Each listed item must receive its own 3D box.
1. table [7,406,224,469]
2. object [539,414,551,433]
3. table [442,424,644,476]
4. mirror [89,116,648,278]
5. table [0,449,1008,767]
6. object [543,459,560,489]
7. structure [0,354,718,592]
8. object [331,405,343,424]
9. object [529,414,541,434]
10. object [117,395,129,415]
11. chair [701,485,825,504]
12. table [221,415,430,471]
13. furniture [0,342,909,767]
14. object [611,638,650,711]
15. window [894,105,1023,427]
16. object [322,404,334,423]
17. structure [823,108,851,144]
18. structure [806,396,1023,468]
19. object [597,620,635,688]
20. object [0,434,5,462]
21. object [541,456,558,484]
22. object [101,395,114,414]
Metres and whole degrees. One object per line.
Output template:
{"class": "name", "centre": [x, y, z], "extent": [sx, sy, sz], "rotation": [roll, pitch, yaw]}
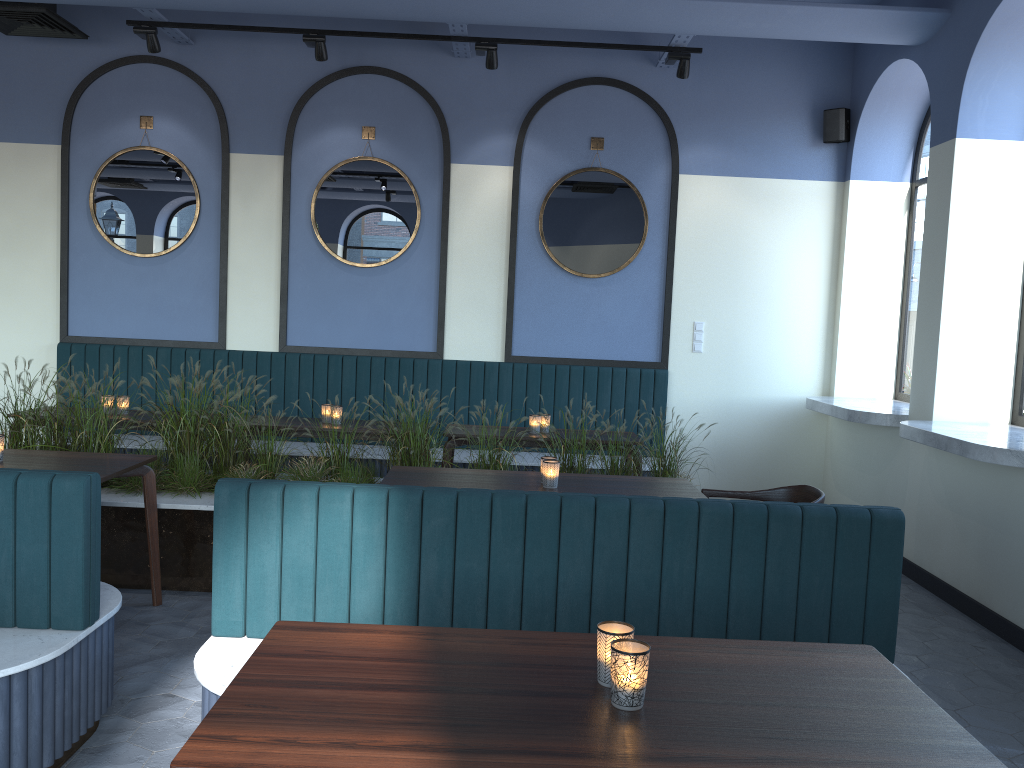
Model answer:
{"class": "table", "centre": [-2.592, 0.575, 5.881], "extent": [1.285, 0.755, 0.548], "rotation": [3, 4, -1]}
{"class": "object", "centre": [0.216, 0.261, 5.906], "extent": [0.078, 0.120, 0.078], "rotation": [1, 5, -18]}
{"class": "table", "centre": [0.183, 0.698, 5.911], "extent": [1.332, 0.755, 0.548], "rotation": [3, 4, -1]}
{"class": "mirror", "centre": [-1.105, -1.454, 6.913], "extent": [4.357, 1.089, 0.026], "rotation": [3, 4, -1]}
{"class": "table", "centre": [-3.571, 0.809, 2.208], "extent": [9.778, 0.755, 3.997], "rotation": [1, 5, -17]}
{"class": "object", "centre": [0.174, 0.405, 3.986], "extent": [0.078, 0.120, 0.078], "rotation": [4, 5, 16]}
{"class": "structure", "centre": [-1.172, 0.474, 5.061], "extent": [4.878, 1.207, 1.143], "rotation": [3, 4, 1]}
{"class": "object", "centre": [-1.158, 0.204, 5.844], "extent": [0.078, 0.120, 0.078], "rotation": [1, 5, -18]}
{"class": "object", "centre": [0.151, 0.264, 5.833], "extent": [0.078, 0.120, 0.078], "rotation": [1, 5, -18]}
{"class": "object", "centre": [-2.569, 0.139, 5.857], "extent": [0.078, 0.120, 0.078], "rotation": [4, 5, 16]}
{"class": "chair", "centre": [1.127, 0.863, 4.079], "extent": [0.525, 0.793, 0.618], "rotation": [3, 4, -1]}
{"class": "table", "centre": [-1.215, 0.636, 5.896], "extent": [1.332, 0.755, 0.548], "rotation": [3, 4, -1]}
{"class": "furniture", "centre": [-1.171, 0.529, 4.724], "extent": [4.800, 1.150, 4.703], "rotation": [3, 4, -1]}
{"class": "object", "centre": [0.232, 0.577, 1.759], "extent": [0.078, 0.120, 0.078], "rotation": [4, 5, 16]}
{"class": "window", "centre": [-1.132, -0.794, 0.863], "extent": [14.212, 2.394, 3.897], "rotation": [-1, 6, -40]}
{"class": "object", "centre": [-1.231, 0.195, 5.909], "extent": [0.078, 0.120, 0.078], "rotation": [1, 5, -18]}
{"class": "structure", "centre": [-3.239, -2.000, 3.566], "extent": [13.143, 0.268, 7.261], "rotation": [1, 5, -17]}
{"class": "structure", "centre": [-1.341, 0.409, 1.114], "extent": [14.155, 0.080, 4.315], "rotation": [-1, 6, -39]}
{"class": "object", "centre": [0.215, 0.569, 1.863], "extent": [0.078, 0.120, 0.078], "rotation": [4, 5, 16]}
{"class": "object", "centre": [-2.338, 0.290, 4.009], "extent": [0.078, 0.120, 0.078], "rotation": [1, 5, -18]}
{"class": "object", "centre": [0.168, 0.398, 4.084], "extent": [0.078, 0.120, 0.078], "rotation": [4, 5, 16]}
{"class": "object", "centre": [-2.667, 0.135, 5.851], "extent": [0.078, 0.120, 0.078], "rotation": [4, 5, 16]}
